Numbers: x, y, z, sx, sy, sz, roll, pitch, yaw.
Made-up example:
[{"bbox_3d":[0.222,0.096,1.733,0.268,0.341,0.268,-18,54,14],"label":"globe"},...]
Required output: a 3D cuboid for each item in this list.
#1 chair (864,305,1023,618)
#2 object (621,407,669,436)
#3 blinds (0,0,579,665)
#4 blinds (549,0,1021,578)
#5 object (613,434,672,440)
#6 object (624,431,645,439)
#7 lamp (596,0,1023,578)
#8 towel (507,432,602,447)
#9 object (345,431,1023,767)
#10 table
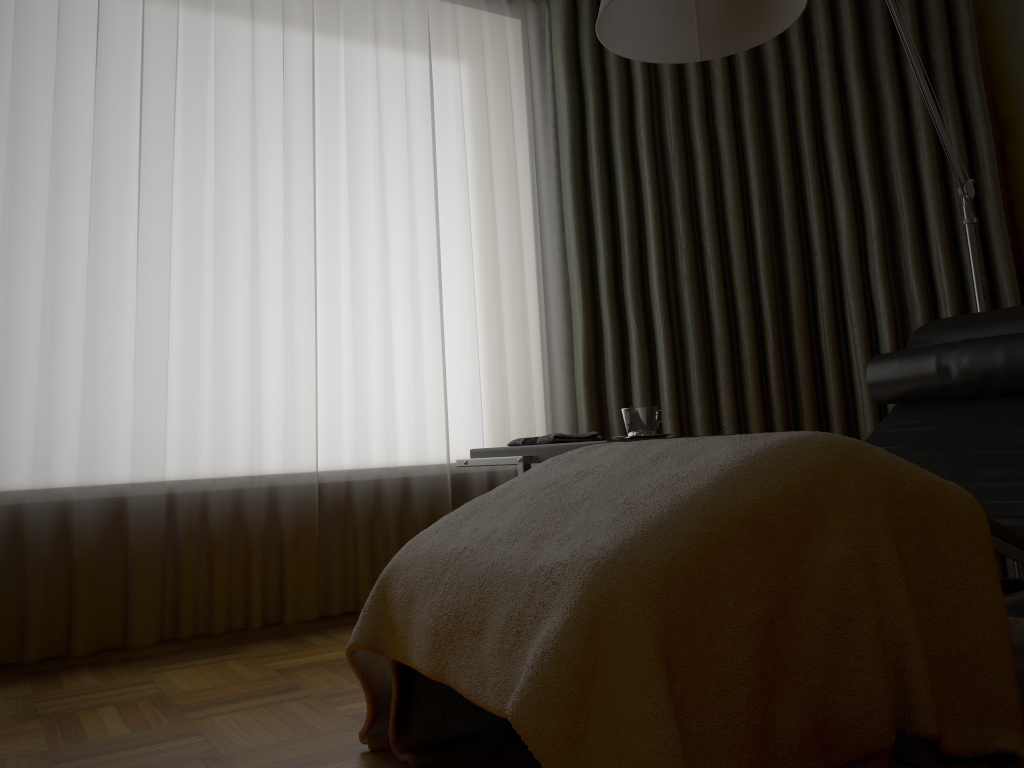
[{"bbox_3d":[0.691,0.203,1.766,1.786,0.808,0.628,0,-8,-31],"label":"chair"},{"bbox_3d":[0.340,0.101,2.284,0.110,0.079,0.097,0,-7,-30],"label":"object"},{"bbox_3d":[-0.708,-0.429,2.846,2.193,2.322,0.091,1,-10,-31],"label":"blinds"},{"bbox_3d":[0.939,-0.558,3.198,1.529,2.486,0.222,-5,-9,13],"label":"blinds"},{"bbox_3d":[0.336,0.137,2.275,0.150,0.009,0.148,-1,-5,-26],"label":"object"},{"bbox_3d":[0.299,0.125,2.183,0.029,0.020,0.123,-6,-5,28],"label":"object"},{"bbox_3d":[0.860,-0.333,2.067,1.413,1.994,0.446,1,-10,-27],"label":"lamp"},{"bbox_3d":[0.117,0.151,2.360,0.178,0.036,0.238,-1,-5,-28],"label":"towel"},{"bbox_3d":[0.240,0.358,1.481,0.908,0.527,0.908,0,-7,-31],"label":"object"},{"bbox_3d":[0.242,0.175,2.341,0.498,0.045,0.513,0,-6,-40],"label":"table"}]
